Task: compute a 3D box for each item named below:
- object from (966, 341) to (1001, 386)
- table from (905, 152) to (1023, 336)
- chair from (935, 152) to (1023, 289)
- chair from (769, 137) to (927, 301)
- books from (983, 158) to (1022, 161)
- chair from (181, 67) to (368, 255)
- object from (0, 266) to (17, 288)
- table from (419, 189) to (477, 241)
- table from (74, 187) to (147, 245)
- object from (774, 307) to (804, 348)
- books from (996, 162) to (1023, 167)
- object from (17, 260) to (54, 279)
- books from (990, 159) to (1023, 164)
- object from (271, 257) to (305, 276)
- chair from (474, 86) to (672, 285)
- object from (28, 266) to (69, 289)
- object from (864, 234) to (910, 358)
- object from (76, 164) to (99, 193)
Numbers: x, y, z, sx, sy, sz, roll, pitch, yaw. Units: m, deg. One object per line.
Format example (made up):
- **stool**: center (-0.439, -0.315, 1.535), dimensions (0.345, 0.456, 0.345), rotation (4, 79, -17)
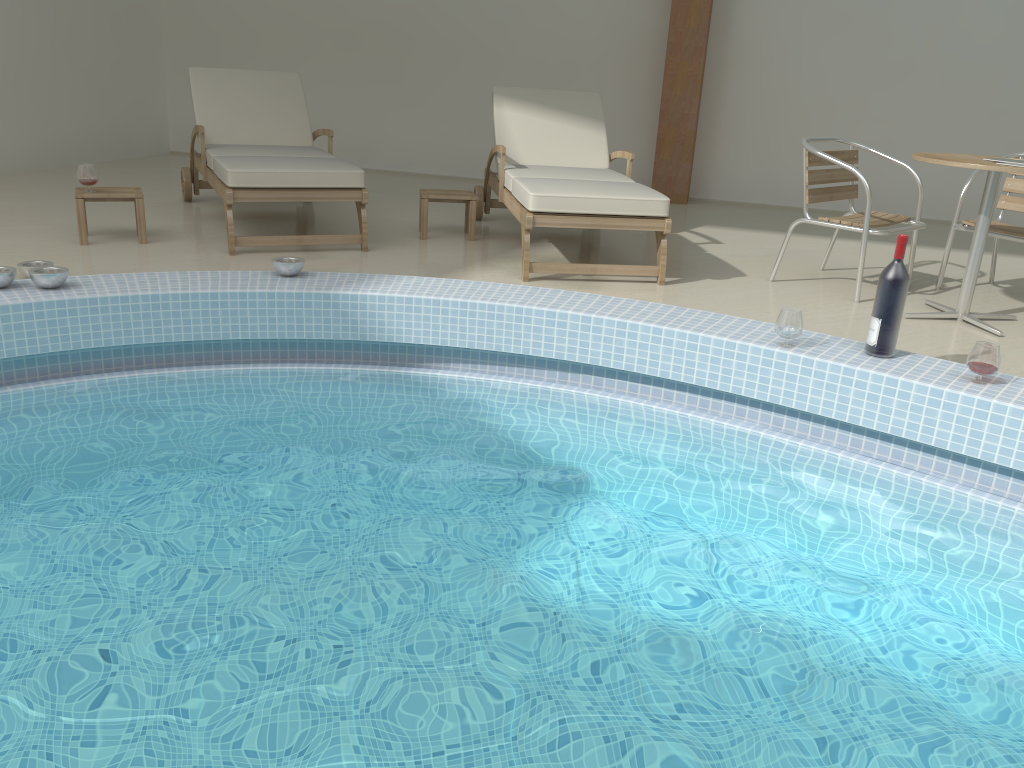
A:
- **object**: center (1.571, -0.069, 2.956), dimensions (0.102, 0.137, 0.102), rotation (11, 21, 20)
- **table**: center (2.110, -0.639, 4.009), dimensions (0.700, 0.720, 0.700), rotation (15, 23, 30)
- **chair**: center (2.636, -0.790, 4.493), dimensions (0.563, 0.727, 0.618), rotation (-10, 24, -33)
- **chair**: center (1.768, -0.869, 4.561), dimensions (0.618, 0.727, 0.563), rotation (-15, 27, -42)
- **books**: center (2.222, -0.976, 3.895), dimensions (0.166, 0.004, 0.241), rotation (-10, 24, -34)
- **chair**: center (-1.464, -1.405, 5.310), dimensions (0.861, 0.866, 1.903), rotation (-5, 22, -24)
- **object**: center (-1.956, -0.399, 3.366), dimensions (0.140, 0.069, 0.140), rotation (-3, 21, -17)
- **table**: center (-0.390, -1.018, 5.323), dimensions (0.320, 0.255, 0.283), rotation (1, 20, -8)
- **table**: center (-2.106, -0.887, 4.661), dimensions (0.320, 0.255, 0.283), rotation (-5, 22, -24)
- **object**: center (1.010, -0.205, 3.237), dimensions (0.102, 0.137, 0.102), rotation (11, 21, 20)
- **books**: center (2.169, -0.906, 3.690), dimensions (0.166, 0.004, 0.241), rotation (-10, 24, -34)
- **object**: center (-2.051, -0.484, 3.823), dimensions (0.140, 0.069, 0.140), rotation (-3, 21, -17)
- **books**: center (2.197, -0.947, 3.796), dimensions (0.166, 0.004, 0.241), rotation (-10, 24, -34)
- **object**: center (-0.964, -0.501, 3.822), dimensions (0.140, 0.069, 0.140), rotation (-3, 21, -17)
- **chair**: center (0.305, -1.230, 5.128), dimensions (0.861, 0.866, 1.903), rotation (1, 20, -8)
- **object**: center (-1.778, -0.404, 3.410), dimensions (0.140, 0.069, 0.140), rotation (-3, 21, -17)
- **object**: center (1.346, -0.314, 3.151), dimensions (0.109, 0.435, 0.109), rotation (-14, 26, -39)
- **object**: center (-2.165, -1.050, 4.524), dimensions (0.102, 0.137, 0.102), rotation (13, 22, 26)
